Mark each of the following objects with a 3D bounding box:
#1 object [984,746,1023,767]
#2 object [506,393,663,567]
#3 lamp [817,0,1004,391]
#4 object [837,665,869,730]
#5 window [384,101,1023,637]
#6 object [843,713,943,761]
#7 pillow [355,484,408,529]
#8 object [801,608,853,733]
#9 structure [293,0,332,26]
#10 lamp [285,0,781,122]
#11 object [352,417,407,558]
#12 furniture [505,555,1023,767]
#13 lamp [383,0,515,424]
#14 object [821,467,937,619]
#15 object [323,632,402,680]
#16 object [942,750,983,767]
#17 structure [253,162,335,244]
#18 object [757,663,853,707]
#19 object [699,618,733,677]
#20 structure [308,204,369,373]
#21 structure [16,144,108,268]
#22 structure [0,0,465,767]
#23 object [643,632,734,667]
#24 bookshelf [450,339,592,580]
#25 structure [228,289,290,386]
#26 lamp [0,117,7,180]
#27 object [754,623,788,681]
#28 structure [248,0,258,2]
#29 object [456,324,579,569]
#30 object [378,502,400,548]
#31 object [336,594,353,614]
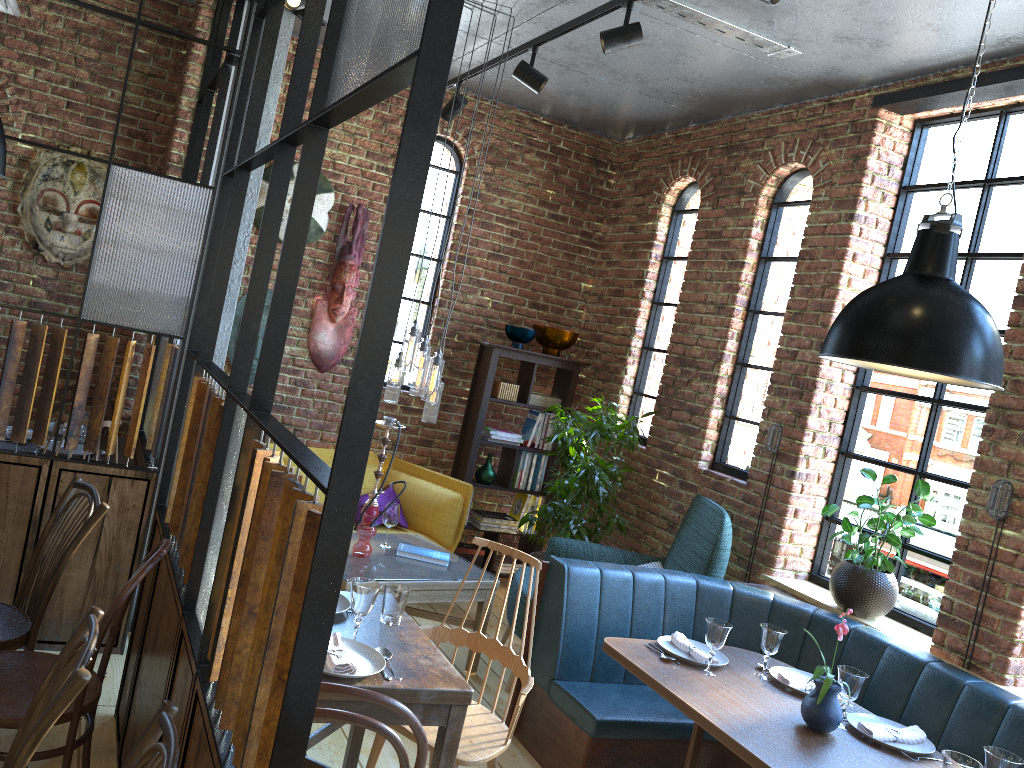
[{"bbox_3d":[1.360,1.133,2.476,0.099,0.191,0.097,12,2,5],"label":"object"},{"bbox_3d":[0.389,0.786,5.443,0.901,1.528,0.691,14,3,44],"label":"object"},{"bbox_3d":[1.386,-0.682,2.759,0.524,1.326,0.534,12,2,-7],"label":"lamp"},{"bbox_3d":[1.129,1.061,2.974,0.099,0.191,0.097,12,2,5],"label":"object"},{"bbox_3d":[0.995,-0.295,4.031,8.928,2.429,3.283,14,3,32],"label":"window"},{"bbox_3d":[1.259,1.162,2.966,0.261,0.051,0.335,11,3,-21],"label":"object"},{"bbox_3d":[-1.282,0.623,5.348,1.428,0.453,0.419,10,3,-36],"label":"pillow"},{"bbox_3d":[1.049,0.926,2.907,0.135,0.431,0.220,12,2,-7],"label":"object"},{"bbox_3d":[-0.898,-1.799,4.039,0.189,0.267,0.161,13,2,16],"label":"structure"},{"bbox_3d":[-1.685,-1.799,1.359,6.045,0.274,7.486,11,3,-25],"label":"lamp"},{"bbox_3d":[-0.652,0.519,4.339,0.162,0.704,0.272,11,3,-34],"label":"object"},{"bbox_3d":[1.218,1.435,2.938,1.317,0.822,2.706,11,3,-25],"label":"furniture"},{"bbox_3d":[-0.415,-0.878,4.459,0.505,2.119,0.288,12,2,2],"label":"lamp"},{"bbox_3d":[1.654,0.722,3.975,0.386,0.663,0.512,12,2,-2],"label":"object"},{"bbox_3d":[-0.468,0.755,2.462,0.315,0.051,0.278,11,3,-21],"label":"object"},{"bbox_3d":[1.191,1.102,2.374,0.099,0.191,0.097,12,2,5],"label":"object"},{"bbox_3d":[-1.400,-1.152,5.627,0.513,0.521,0.152,11,3,-23],"label":"structure"},{"bbox_3d":[1.096,1.111,3.311,0.261,0.051,0.335,11,3,-21],"label":"object"},{"bbox_3d":[0.738,0.967,3.231,0.099,0.191,0.097,12,2,5],"label":"object"},{"bbox_3d":[-1.141,-0.626,5.854,0.235,1.146,0.219,13,2,21],"label":"structure"},{"bbox_3d":[-2.591,-1.043,5.178,0.569,0.726,0.131,11,3,-23],"label":"structure"},{"bbox_3d":[-2.205,-0.471,0.999,5.745,3.325,6.131,10,3,-41],"label":"structure"},{"bbox_3d":[0.681,1.020,3.390,0.315,0.051,0.278,11,3,-21],"label":"object"},{"bbox_3d":[-0.042,0.586,6.212,0.788,1.667,0.328,11,3,-23],"label":"bookshelf"},{"bbox_3d":[-1.624,-0.298,5.644,0.355,0.639,0.107,11,2,-22],"label":"structure"},{"bbox_3d":[-1.558,-1.286,2.435,0.520,1.326,0.539,12,2,-12],"label":"lamp"},{"bbox_3d":[0.964,1.011,3.315,0.099,0.191,0.097,12,2,5],"label":"object"},{"bbox_3d":[-1.165,-1.851,3.931,0.174,0.267,0.175,14,3,38],"label":"structure"},{"bbox_3d":[0.010,0.449,6.199,0.585,1.760,0.340,11,3,-29],"label":"object"},{"bbox_3d":[-0.650,0.747,4.669,0.093,0.228,0.089,13,2,14],"label":"object"},{"bbox_3d":[-0.675,0.692,2.872,0.315,0.051,0.278,11,3,-21],"label":"object"}]
